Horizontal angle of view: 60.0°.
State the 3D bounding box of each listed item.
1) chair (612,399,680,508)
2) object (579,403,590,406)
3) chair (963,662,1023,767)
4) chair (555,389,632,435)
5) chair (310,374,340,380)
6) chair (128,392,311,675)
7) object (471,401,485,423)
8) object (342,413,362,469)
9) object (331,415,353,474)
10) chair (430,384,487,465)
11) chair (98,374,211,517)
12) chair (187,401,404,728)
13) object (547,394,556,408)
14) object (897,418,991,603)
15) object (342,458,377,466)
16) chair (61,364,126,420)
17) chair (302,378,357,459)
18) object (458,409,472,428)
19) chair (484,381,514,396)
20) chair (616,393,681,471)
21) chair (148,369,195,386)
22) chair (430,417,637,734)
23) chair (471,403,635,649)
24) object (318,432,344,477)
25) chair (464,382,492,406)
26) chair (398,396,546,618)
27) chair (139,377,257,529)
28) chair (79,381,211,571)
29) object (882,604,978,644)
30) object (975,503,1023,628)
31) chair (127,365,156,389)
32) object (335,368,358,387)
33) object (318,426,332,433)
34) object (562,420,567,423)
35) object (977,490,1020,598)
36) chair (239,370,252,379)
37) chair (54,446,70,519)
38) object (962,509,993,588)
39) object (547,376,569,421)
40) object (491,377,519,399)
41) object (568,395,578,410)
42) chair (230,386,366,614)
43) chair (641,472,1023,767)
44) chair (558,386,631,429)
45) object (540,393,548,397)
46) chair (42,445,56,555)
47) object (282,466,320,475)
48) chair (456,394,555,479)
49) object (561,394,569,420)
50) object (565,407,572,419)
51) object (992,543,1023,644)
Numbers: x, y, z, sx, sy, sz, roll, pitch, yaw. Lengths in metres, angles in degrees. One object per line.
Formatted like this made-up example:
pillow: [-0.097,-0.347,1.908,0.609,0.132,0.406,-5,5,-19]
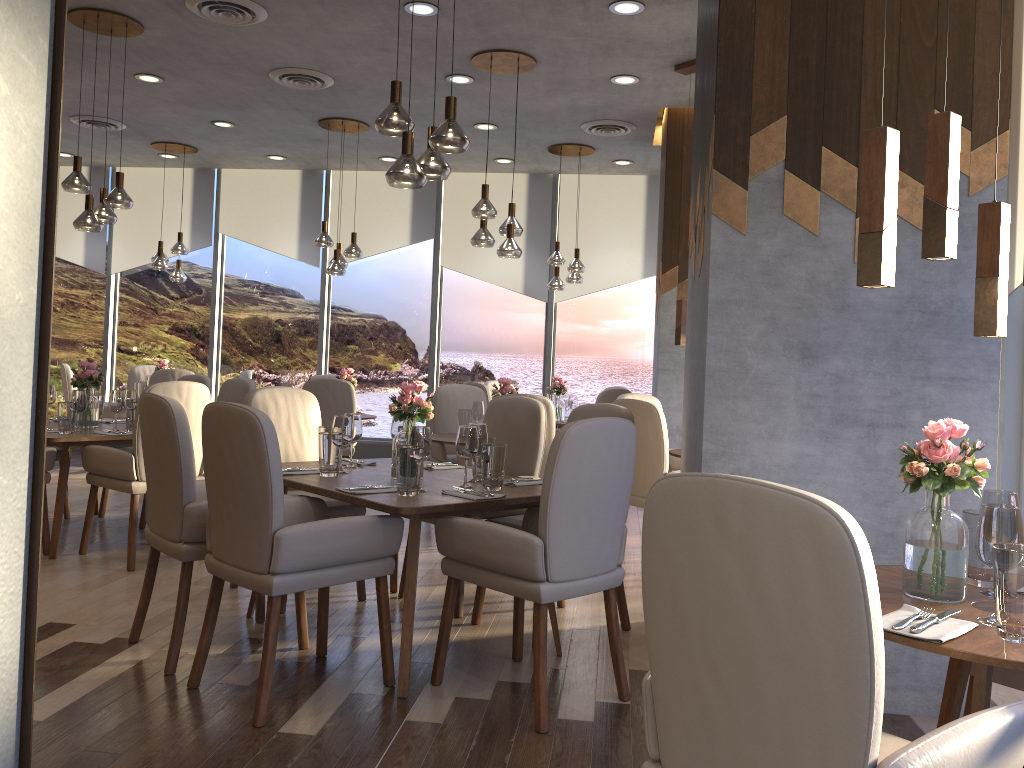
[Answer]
chair: [0.876,0.588,5.111,0.599,1.001,0.528,3,0,-37]
object: [0.660,0.263,8.133,0.102,0.178,0.102,2,0,33]
chair: [1.537,0.672,2.373,0.599,1.001,0.528,3,0,-41]
chair: [0.717,0.526,7.791,0.528,1.001,0.600,3,0,-39]
chair: [-1.710,0.415,8.263,0.528,1.000,0.600,2,0,-13]
chair: [-1.154,0.536,3.502,0.599,1.001,0.528,3,0,-40]
object: [-0.234,0.237,6.025,0.092,0.244,0.092,2,0,1]
object: [-0.720,0.255,3.982,0.092,0.244,0.092,2,0,9]
object: [-0.727,0.259,3.782,0.092,0.244,0.092,2,0,3]
chair: [-0.339,0.509,6.454,0.528,1.000,0.600,2,0,-17]
chair: [-2.462,0.426,6.183,0.528,1.001,0.599,2,0,38]
chair: [-0.758,0.561,3.093,0.528,1.001,0.599,2,0,43]
object: [0.357,0.218,8.116,0.092,0.244,0.092,2,0,-12]
object: [0.990,0.285,2.043,0.210,0.416,0.198,2,0,-16]
object: [-0.737,0.364,4.146,0.157,0.019,0.255,1,1,-38]
chair: [-4.039,0.311,8.554,0.599,1.001,0.528,2,0,-27]
chair: [-1.490,0.448,7.123,0.528,1.000,0.600,2,0,-12]
object: [-0.326,0.264,6.086,0.102,0.178,0.102,2,0,-13]
chair: [0.000,0.477,8.705,0.528,1.001,0.600,3,0,-40]
chair: [1.002,0.575,6.004,0.528,1.001,0.600,3,0,-33]
chair: [-3.218,0.351,8.278,0.528,1.001,0.600,3,0,-30]
chair: [0.094,0.596,3.137,0.600,1.001,0.528,2,0,45]
chair: [0.207,0.584,3.970,0.599,1.001,0.528,3,0,-40]
object: [-0.754,0.293,3.676,0.102,0.178,0.102,2,0,-3]
chair: [-0.137,0.487,7.935,0.599,1.001,0.528,3,0,-36]
chair: [-0.171,0.559,4.391,0.528,1.001,0.599,2,0,45]
chair: [-2.034,0.452,5.813,0.528,1.001,0.599,2,0,43]
chair: [-2.033,0.469,4.960,0.600,1.001,0.528,2,0,38]
object: [0.844,0.481,1.810,0.255,0.019,0.157,1,2,-45]
object: [1.012,0.375,1.841,0.092,0.244,0.092,2,0,-3]
chair: [-3.783,0.307,9.292,0.528,1.001,0.600,3,0,-31]
object: [-1.445,0.066,7.716,0.210,0.416,0.198,3,0,-21]
object: [-0.827,0.283,4.009,0.102,0.178,0.102,2,0,-12]
object: [0.552,0.341,8.004,0.157,0.019,0.255,2,1,-33]
object: [1.146,0.376,2.086,0.092,0.244,0.092,2,-1,29]
chair: [-2.993,0.345,9.056,0.599,1.001,0.528,2,0,-27]
chair: [-3.324,0.394,6.017,0.600,1.001,0.528,2,0,43]
object: [1.168,0.407,2.192,0.102,0.178,0.102,3,0,-35]
object: [0.432,0.133,8.263,0.210,0.416,0.197,2,0,44]
object: [-0.051,0.159,6.001,0.210,0.416,0.198,3,0,-36]
object: [0.559,0.226,8.171,0.092,0.244,0.092,2,-1,37]
chair: [-1.039,0.524,4.342,0.528,1.001,0.600,3,0,-40]
chair: [0.541,0.647,1.560,0.599,1.001,0.528,3,0,-40]
chair: [0.817,0.514,8.595,0.599,1.001,0.528,3,0,-36]
object: [0.296,0.211,8.339,0.092,0.244,0.092,2,0,-12]
chair: [-2.889,0.437,4.813,0.528,1.001,0.599,2,0,36]
object: [-0.897,0.365,3.766,0.255,0.019,0.157,1,2,-39]
chair: [-0.033,0.545,5.334,0.528,1.000,0.600,2,0,-16]
object: [0.501,0.219,8.393,0.092,0.244,0.092,2,0,9]
object: [0.527,0.250,8.499,0.102,0.178,0.102,2,0,18]
object: [0.995,0.409,1.733,0.102,0.178,0.102,2,0,-9]
